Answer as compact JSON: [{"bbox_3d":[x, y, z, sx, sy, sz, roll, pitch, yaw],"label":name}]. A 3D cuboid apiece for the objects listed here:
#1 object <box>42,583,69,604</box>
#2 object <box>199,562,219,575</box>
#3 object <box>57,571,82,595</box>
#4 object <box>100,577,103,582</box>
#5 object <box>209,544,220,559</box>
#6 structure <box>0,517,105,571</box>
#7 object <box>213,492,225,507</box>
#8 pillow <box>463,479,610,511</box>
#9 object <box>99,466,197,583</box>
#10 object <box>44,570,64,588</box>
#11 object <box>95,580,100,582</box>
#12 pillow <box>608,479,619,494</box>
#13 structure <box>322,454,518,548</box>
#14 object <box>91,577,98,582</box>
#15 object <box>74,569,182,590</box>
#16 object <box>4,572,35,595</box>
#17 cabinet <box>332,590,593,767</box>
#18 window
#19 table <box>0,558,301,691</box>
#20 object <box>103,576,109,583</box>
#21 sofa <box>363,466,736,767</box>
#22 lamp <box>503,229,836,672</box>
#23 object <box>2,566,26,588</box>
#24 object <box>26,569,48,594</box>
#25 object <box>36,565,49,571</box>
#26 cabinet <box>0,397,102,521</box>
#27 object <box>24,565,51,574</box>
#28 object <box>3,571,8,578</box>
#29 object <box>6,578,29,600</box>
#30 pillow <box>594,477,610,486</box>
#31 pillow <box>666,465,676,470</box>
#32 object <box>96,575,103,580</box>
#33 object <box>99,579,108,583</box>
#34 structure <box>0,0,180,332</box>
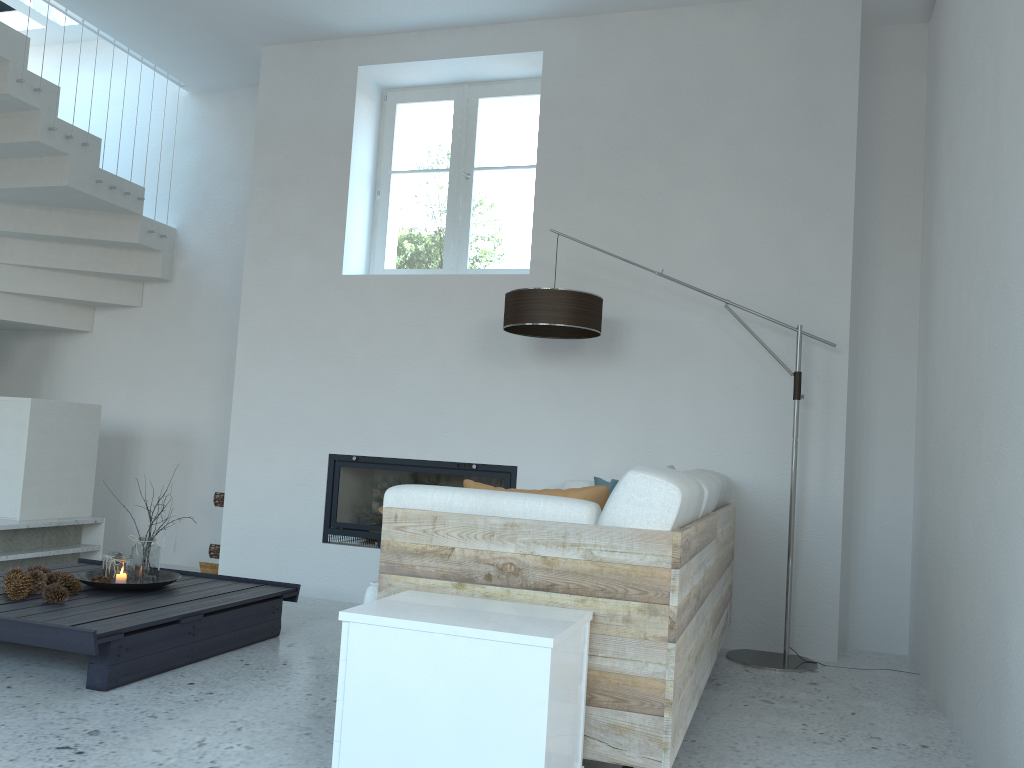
[{"bbox_3d":[-1.730,0.795,3.361,0.098,0.083,0.081,2,-5,23],"label":"object"},{"bbox_3d":[-1.566,1.138,5.369,0.642,0.108,0.134,3,-4,6],"label":"object"},{"bbox_3d":[-1.777,0.804,3.558,0.092,0.100,0.083,2,-4,23],"label":"object"},{"bbox_3d":[-1.768,0.839,3.816,0.029,0.030,0.025,0,-5,38],"label":"object"},{"bbox_3d":[-1.572,1.005,5.236,0.442,0.094,0.096,2,-4,15],"label":"object"},{"bbox_3d":[-4.104,0.688,5.001,3.112,0.658,2.902,2,-5,18],"label":"structure"},{"bbox_3d":[-1.551,0.702,5.261,0.442,0.094,0.096,2,-4,15],"label":"object"},{"bbox_3d":[0.065,0.446,2.548,0.462,0.339,0.200,3,-4,12],"label":"pillow"},{"bbox_3d":[-1.544,0.602,3.798,0.309,0.521,0.435,7,-5,-42],"label":"object"},{"bbox_3d":[-1.873,0.802,3.608,0.091,0.086,0.106,1,-5,32],"label":"object"},{"bbox_3d":[-1.735,0.834,3.712,0.026,0.027,0.030,5,-4,-15],"label":"object"},{"bbox_3d":[0.343,0.484,2.969,0.197,0.349,0.489,3,-4,15],"label":"pillow"},{"bbox_3d":[-0.393,0.734,5.123,1.210,0.583,0.735,2,-4,14],"label":"structure"},{"bbox_3d":[-1.763,0.831,3.745,0.030,0.035,0.035,2,-4,16],"label":"object"},{"bbox_3d":[-1.643,0.840,3.799,0.430,0.038,0.429,6,-5,-32],"label":"object"},{"bbox_3d":[-1.924,0.784,3.453,0.114,0.101,0.110,4,-4,0],"label":"object"},{"bbox_3d":[-0.111,0.779,2.078,0.502,0.486,0.380,2,-4,18],"label":"cabinet"},{"bbox_3d":[-0.307,-1.186,5.228,1.117,1.225,0.072,2,-4,18],"label":"window"},{"bbox_3d":[-1.762,0.941,3.643,1.257,0.218,1.271,2,-5,18],"label":"table"},{"bbox_3d":[-1.705,0.829,3.725,0.038,0.043,0.039,4,-4,-11],"label":"object"},{"bbox_3d":[0.311,0.720,3.316,0.871,0.853,2.197,2,-5,18],"label":"sofa"},{"bbox_3d":[0.703,0.261,4.176,1.558,1.964,0.471,3,-4,4],"label":"lamp"},{"bbox_3d":[-1.973,0.773,3.522,0.097,0.106,0.090,0,-5,39],"label":"object"},{"bbox_3d":[-1.897,0.786,3.521,0.094,0.108,0.108,5,-4,-14],"label":"object"},{"bbox_3d":[-1.956,0.803,3.692,0.078,0.101,0.086,4,-4,-8],"label":"object"},{"bbox_3d":[-3.047,0.415,5.210,0.993,0.667,0.552,2,-4,18],"label":"cabinet"},{"bbox_3d":[-1.937,0.792,3.632,0.099,0.102,0.097,4,-4,-12],"label":"object"},{"bbox_3d":[-2.045,0.802,3.658,0.098,0.084,0.078,2,-4,18],"label":"object"},{"bbox_3d":[-1.889,0.790,3.386,0.082,0.084,0.082,1,-5,32],"label":"object"},{"bbox_3d":[0.577,0.604,4.121,0.438,0.317,0.176,2,-5,26],"label":"pillow"},{"bbox_3d":[0.574,0.541,3.757,0.239,0.406,0.595,3,-4,13],"label":"pillow"},{"bbox_3d":[-1.768,0.834,3.789,0.031,0.035,0.031,2,-4,18],"label":"object"},{"bbox_3d":[-1.699,0.831,3.693,0.030,0.035,0.035,0,-6,41],"label":"object"},{"bbox_3d":[-3.594,-0.971,5.128,1.954,3.379,2.616,2,-4,18],"label":"structure"}]
